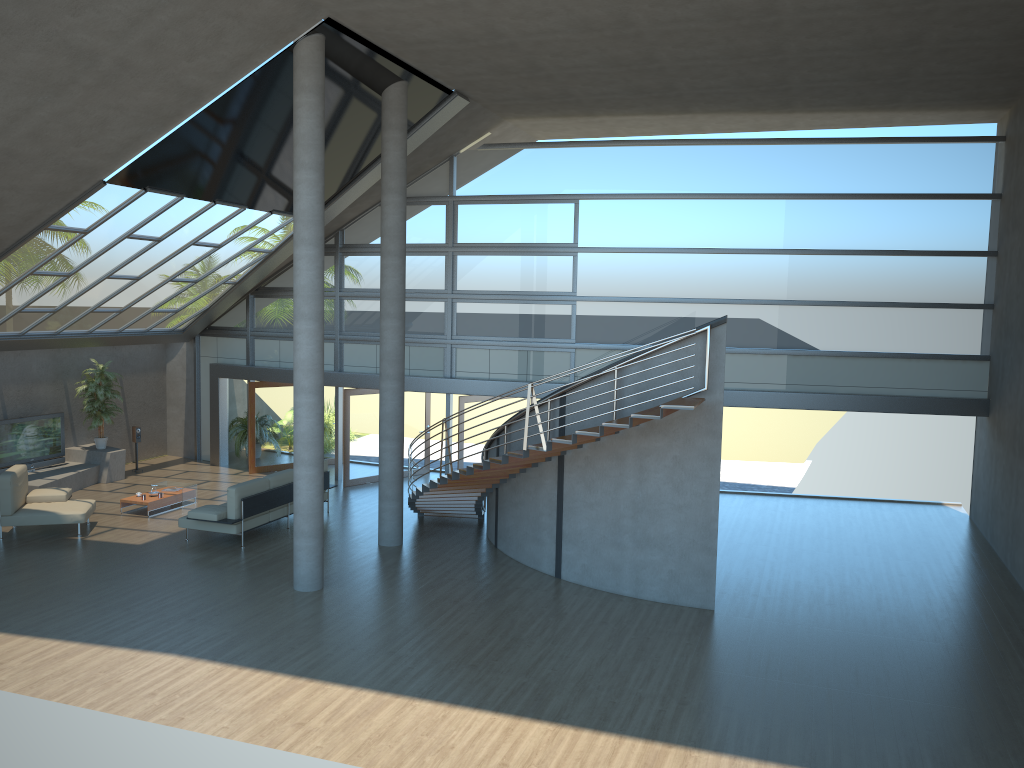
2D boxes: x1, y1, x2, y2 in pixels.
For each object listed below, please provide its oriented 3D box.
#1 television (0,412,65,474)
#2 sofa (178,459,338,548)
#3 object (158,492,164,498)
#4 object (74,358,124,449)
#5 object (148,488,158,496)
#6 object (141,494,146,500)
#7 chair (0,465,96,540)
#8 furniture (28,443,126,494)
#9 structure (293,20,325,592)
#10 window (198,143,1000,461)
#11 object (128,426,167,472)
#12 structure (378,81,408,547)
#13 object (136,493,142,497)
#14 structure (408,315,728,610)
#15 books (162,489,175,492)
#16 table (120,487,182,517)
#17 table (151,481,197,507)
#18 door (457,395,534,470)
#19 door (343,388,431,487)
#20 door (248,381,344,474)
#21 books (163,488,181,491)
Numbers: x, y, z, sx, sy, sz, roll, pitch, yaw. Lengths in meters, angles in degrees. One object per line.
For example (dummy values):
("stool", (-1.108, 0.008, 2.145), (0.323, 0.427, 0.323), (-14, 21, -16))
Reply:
("television", (-9.161, 1.147, 16.853), (0.396, 1.063, 1.568), (3, 5, 19))
("sofa", (-4.153, 1.877, 14.643), (1.166, 0.947, 3.079), (3, 5, 19))
("object", (-6.095, 1.924, 15.383), (0.085, 0.101, 0.070), (-3, 7, -43))
("object", (-8.383, 0.399, 18.038), (0.932, 1.857, 0.895), (-1, 5, -22))
("object", (-6.264, 1.879, 15.507), (0.178, 0.161, 0.178), (-2, 6, -30))
("object", (-6.318, 1.935, 15.198), (0.085, 0.101, 0.070), (3, 5, 18))
("chair", (-7.312, 1.814, 14.030), (1.244, 1.023, 1.217), (0, 5, -15))
("furniture", (-8.632, 1.710, 17.204), (1.577, 0.610, 2.936), (3, 5, 19))
("structure", (-2.570, -0.907, 11.217), (0.381, 7.125, 0.382), (3, 5, 19))
("window", (0.570, -1.122, 17.234), (16.616, 6.630, 1.098), (3, 5, 17))
("object", (-10.370, 1.503, 17.190), (7.863, 0.982, 21.345), (3, 5, 22))
("structure", (-1.804, -1.085, 13.406), (0.381, 7.125, 0.382), (-1, 6, -27))
("object", (-6.499, 1.917, 15.447), (0.102, 0.086, 0.100), (3, 6, 23))
("structure", (0.111, 0.788, 12.501), (2.349, 3.653, 6.809), (-2, 6, -33))
("books", (-6.168, 1.916, 15.990), (0.275, 0.005, 0.189), (1, 5, -1))
("table", (-6.242, 2.070, 15.682), (0.600, 0.250, 1.200), (3, 5, 19))
("table", (-6.109, 1.985, 16.054), (0.680, 0.342, 0.400), (3, 5, 19))
("door", (-0.276, 1.153, 17.671), (0.200, 1.977, 2.298), (5, 7, 40))
("door", (-2.575, 1.028, 18.524), (0.200, 1.977, 2.298), (6, 7, 42))
("door", (-4.728, 0.887, 19.585), (2.298, 1.977, 0.200), (-3, 7, -42))
("books", (-6.134, 1.909, 16.032), (0.275, 0.005, 0.189), (1, 5, 2))
